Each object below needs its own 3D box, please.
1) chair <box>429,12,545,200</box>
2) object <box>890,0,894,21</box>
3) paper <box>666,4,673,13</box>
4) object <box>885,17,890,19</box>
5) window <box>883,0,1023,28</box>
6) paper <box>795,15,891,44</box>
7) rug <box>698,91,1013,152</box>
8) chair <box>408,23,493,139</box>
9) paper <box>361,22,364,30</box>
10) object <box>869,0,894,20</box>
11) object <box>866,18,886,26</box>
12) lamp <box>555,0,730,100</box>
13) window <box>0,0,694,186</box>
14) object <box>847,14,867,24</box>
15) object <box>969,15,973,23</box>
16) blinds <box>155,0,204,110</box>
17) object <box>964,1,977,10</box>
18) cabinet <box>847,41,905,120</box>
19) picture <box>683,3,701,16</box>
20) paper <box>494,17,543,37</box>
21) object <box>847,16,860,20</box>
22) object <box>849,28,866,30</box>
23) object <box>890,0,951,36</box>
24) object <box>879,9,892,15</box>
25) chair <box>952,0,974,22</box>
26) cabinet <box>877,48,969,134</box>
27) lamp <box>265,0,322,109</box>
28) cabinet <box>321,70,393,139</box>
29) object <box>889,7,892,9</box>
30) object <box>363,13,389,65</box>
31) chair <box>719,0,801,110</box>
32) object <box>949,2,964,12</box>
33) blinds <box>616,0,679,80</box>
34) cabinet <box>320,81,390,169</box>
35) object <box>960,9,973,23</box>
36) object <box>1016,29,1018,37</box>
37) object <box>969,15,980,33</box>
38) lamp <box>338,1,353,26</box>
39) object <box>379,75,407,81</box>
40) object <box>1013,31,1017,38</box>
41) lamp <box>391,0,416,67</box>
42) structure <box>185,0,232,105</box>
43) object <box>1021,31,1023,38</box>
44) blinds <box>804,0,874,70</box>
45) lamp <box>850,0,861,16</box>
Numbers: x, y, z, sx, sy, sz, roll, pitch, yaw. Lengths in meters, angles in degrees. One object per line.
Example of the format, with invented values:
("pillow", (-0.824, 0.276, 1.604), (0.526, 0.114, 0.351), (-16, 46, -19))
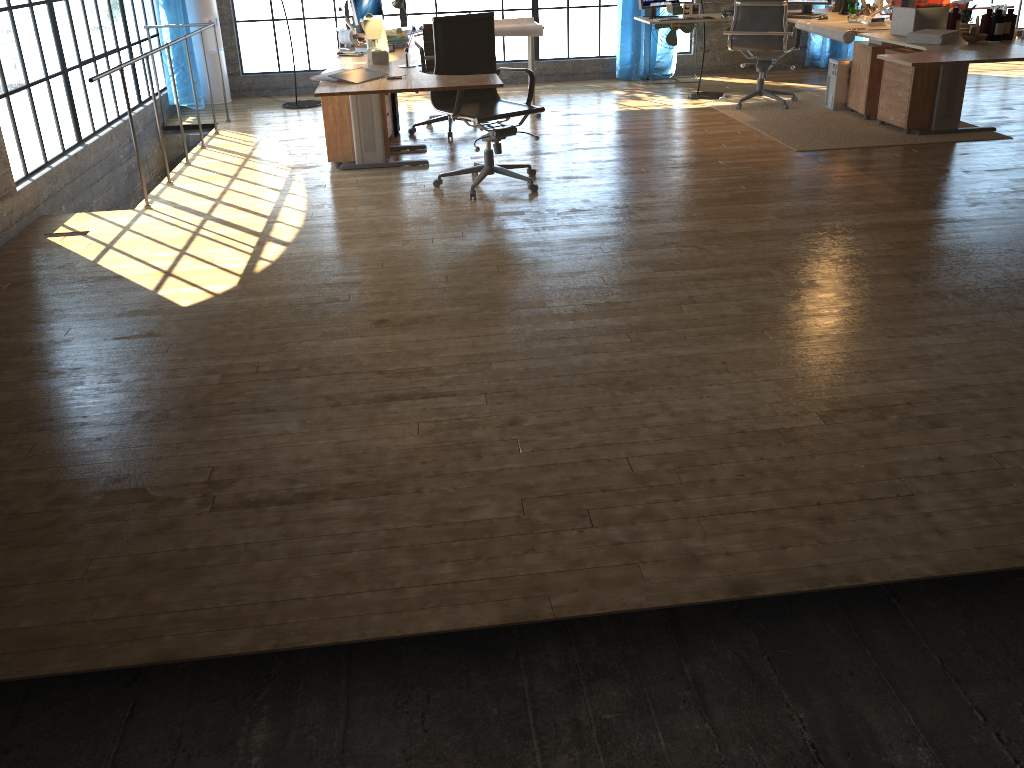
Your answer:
("chair", (-0.129, -1.709, 5.365), (0.662, 0.980, 0.700), (-19, 29, -33))
("object", (2.925, -2.838, 6.705), (0.094, 0.171, 0.232), (7, 27, 19))
("paper", (1.390, -3.305, 7.773), (0.078, 0.072, 0.019), (-20, 29, -33))
("object", (3.023, -2.916, 7.015), (0.097, 0.023, 0.111), (2, 27, 7))
("window", (1.627, -4.147, 8.747), (12.341, 1.789, 4.026), (-15, 29, -25))
("paper", (2.551, -2.649, 6.577), (0.582, 0.110, 0.882), (-5, 27, -5))
("rug", (2.627, -2.184, 7.186), (1.601, 0.005, 2.281), (-5, 27, -5))
("chair", (-0.529, -2.425, 6.968), (0.656, 0.829, 0.706), (-10, 26, -17))
("paper", (-1.187, -2.878, 7.109), (0.019, 0.072, 0.081), (6, 26, 17))
("object", (3.016, -3.021, 6.930), (0.287, 0.289, 0.408), (-8, 26, -13))
("object", (2.713, -2.694, 6.566), (0.130, 0.054, 0.051), (-5, 25, -5))
("lamp", (0.642, -3.938, 8.721), (6.324, 1.867, 0.394), (19, 31, 36))
("window", (-1.609, -3.571, 7.847), (3.237, 1.806, 7.088), (21, 34, 38))
("object", (2.663, -2.807, 6.784), (0.054, 0.062, 0.162), (-20, 32, -34))
("object", (3.078, -2.446, 5.910), (0.017, 0.048, 0.026), (0, 24, 4))
("blinds", (-3.066, -3.639, 7.977), (0.262, 2.205, 0.978), (-6, 24, -8))
("object", (3.058, -2.503, 5.891), (0.076, 0.098, 0.157), (8, 28, 21))
("cabinet", (2.996, -2.423, 7.034), (0.473, 0.552, 0.441), (-1, 25, 2))
("picture", (1.582, -3.304, 7.790), (0.159, 0.101, 0.033), (-4, 24, -5))
("paper", (-0.199, -3.000, 7.453), (0.851, 0.110, 0.603), (-5, 27, -5))
("object", (2.746, -2.927, 7.056), (0.109, 0.022, 0.143), (4, 28, 12))
("object", (2.493, -2.560, 6.365), (0.125, 0.009, 0.012), (1, 26, 7))
("object", (2.731, -2.564, 5.874), (0.271, 0.442, 0.229), (-9, 25, -15))
("object", (3.230, -3.175, 7.526), (0.187, 0.011, 0.507), (7, 28, 17))
("chair", (3.461, -2.780, 7.401), (0.694, 0.829, 0.668), (18, 31, 36))
("cabinet", (3.036, -2.181, 6.555), (0.427, 0.552, 0.442), (-5, 25, -8))
("lamp", (-3.036, -4.023, 9.136), (0.392, 1.866, 6.359), (-20, 32, -36))
("cabinet", (-1.125, -2.076, 6.627), (0.472, 0.552, 0.441), (-1, 25, 1))
("object", (3.389, -3.333, 7.804), (0.101, 0.033, 0.061), (12, 29, 26))
("object", (-0.848, -2.172, 5.532), (0.137, 0.274, 0.417), (-4, 26, -5))
("chair", (2.134, -2.922, 7.605), (0.657, 0.980, 0.705), (10, 27, 25))
("object", (3.076, -2.562, 6.153), (0.130, 0.170, 0.205), (6, 26, 16))
("blinds", (1.383, -4.235, 8.866), (0.668, 2.217, 0.266), (-6, 24, -10))
("cabinet", (-1.086, -1.834, 6.148), (0.427, 0.552, 0.440), (-5, 25, -8))
("object", (3.039, -2.465, 5.915), (0.077, 0.079, 0.079), (-14, 28, -24))
("object", (3.247, -2.261, 5.685), (0.023, 0.046, 0.023), (-13, 26, -23))
("object", (3.068, -2.351, 5.787), (0.134, 0.124, 0.040), (-7, 24, -10))
("lamp", (-1.278, -2.915, 6.891), (0.210, 0.395, 0.107), (-20, 29, -35))
("object", (-0.651, -1.675, 4.830), (0.142, 0.012, 0.132), (-3, 27, -2))
("object", (3.217, -2.236, 5.646), (0.020, 0.039, 0.020), (14, 28, 32))
("lamp", (-0.629, -2.079, 5.201), (0.106, 0.395, 0.214), (-10, 25, -18))
("structure", (-2.992, -3.475, 8.549), (0.327, 1.425, 0.338), (4, 24, 13))
("object", (3.261, -2.229, 5.624), (0.026, 0.042, 0.026), (16, 30, 35))
("blinds", (3.530, -4.352, 9.083), (0.858, 2.335, 0.270), (-1, 23, 2))
("lamp", (2.854, -3.243, 7.260), (0.105, 0.395, 0.215), (0, 24, 5))
